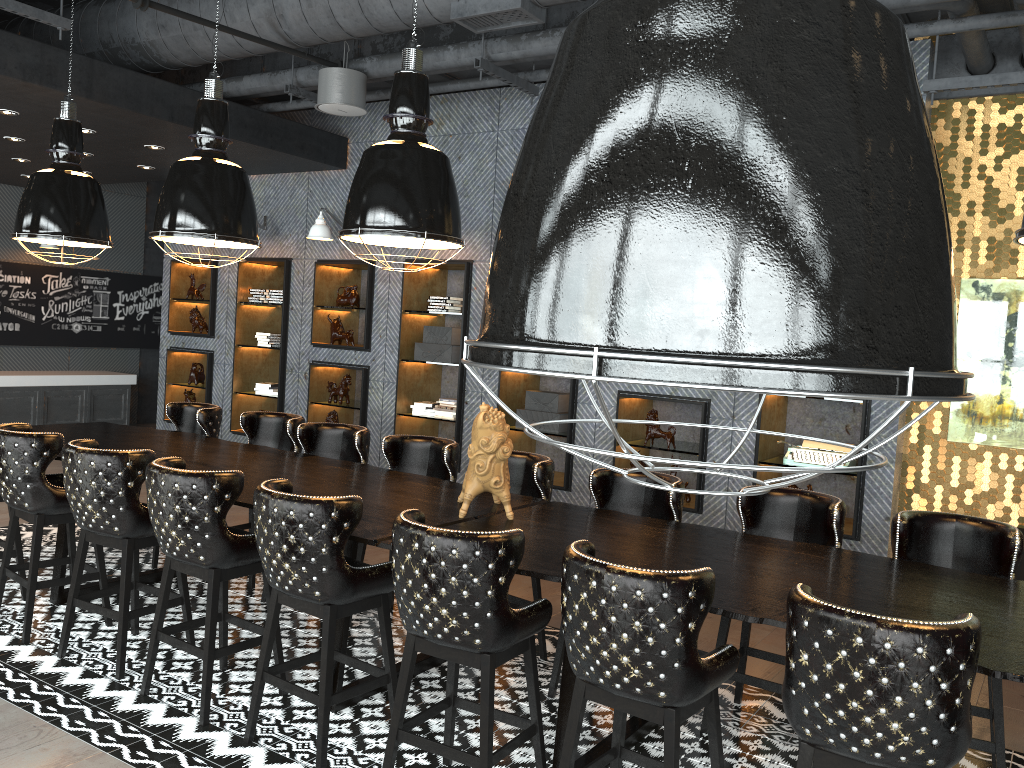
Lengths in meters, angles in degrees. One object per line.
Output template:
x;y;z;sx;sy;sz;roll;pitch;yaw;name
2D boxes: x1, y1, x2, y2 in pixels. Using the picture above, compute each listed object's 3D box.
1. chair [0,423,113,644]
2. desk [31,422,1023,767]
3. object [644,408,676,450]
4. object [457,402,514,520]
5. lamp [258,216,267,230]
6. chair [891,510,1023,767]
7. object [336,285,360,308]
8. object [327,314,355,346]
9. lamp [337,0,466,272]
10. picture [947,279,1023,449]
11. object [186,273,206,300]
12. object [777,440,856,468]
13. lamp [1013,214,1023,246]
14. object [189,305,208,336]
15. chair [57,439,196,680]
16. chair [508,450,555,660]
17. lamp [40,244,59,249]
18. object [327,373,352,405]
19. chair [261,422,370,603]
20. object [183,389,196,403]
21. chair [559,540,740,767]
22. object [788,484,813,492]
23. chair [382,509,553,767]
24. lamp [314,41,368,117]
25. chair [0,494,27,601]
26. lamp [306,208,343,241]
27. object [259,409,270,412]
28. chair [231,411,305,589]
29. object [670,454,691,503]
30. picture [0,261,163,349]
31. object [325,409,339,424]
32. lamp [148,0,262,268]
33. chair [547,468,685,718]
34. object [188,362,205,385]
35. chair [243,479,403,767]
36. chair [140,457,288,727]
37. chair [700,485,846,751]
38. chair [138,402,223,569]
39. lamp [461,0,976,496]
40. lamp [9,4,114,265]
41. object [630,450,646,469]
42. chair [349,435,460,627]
-2.555;0.776;4.848;0.504;1.092;0.568;6;4;42;chair
-0.177;1.065;4.077;7.598;0.927;1.433;6;4;33;desk
1.125;0.340;6.728;0.257;0.294;0.135;6;4;40;object
-0.113;0.344;4.163;0.249;0.545;0.475;3;3;-5;object
-2.622;-1.583;8.802;0.489;0.287;0.244;1;4;-41;lamp
1.810;1.119;3.697;0.504;1.092;0.568;5;3;25;chair
-1.574;-0.843;8.497;0.278;0.222;0.138;6;4;32;object
-1.636;-0.510;8.523;0.325;0.309;0.154;6;4;37;object
-0.474;-1.701;4.279;0.621;2.301;0.622;3;3;-12;lamp
3.578;-0.092;5.428;1.574;1.072;0.022;6;3;33;picture
-3.426;-1.063;9.647;0.290;0.290;0.097;5;3;31;object
2.162;0.493;6.339;0.535;0.149;0.484;6;4;31;object
1.976;-1.454;2.707;0.621;2.301;0.622;3;3;-12;lamp
-3.411;-0.692;9.683;0.236;0.329;0.155;6;4;37;object
-1.960;0.837;4.453;0.504;1.092;0.568;5;3;29;chair
-0.078;0.934;4.832;0.504;1.092;0.568;6;4;41;chair
-6.249;-1.969;11.930;0.243;0.287;0.490;1;4;-41;lamp
-1.682;0.042;8.580;0.317;0.306;0.143;5;3;28;object
-1.205;0.816;5.631;0.504;1.092;0.568;5;3;23;chair
-3.499;0.239;9.749;0.269;0.362;0.170;5;3;26;object
0.408;1.078;2.886;0.504;1.092;0.568;6;4;36;chair
2.062;0.848;6.173;0.341;0.303;0.164;6;4;38;object
-0.182;1.020;3.234;0.504;1.092;0.568;5;3;30;chair
-1.208;-2.502;6.416;0.380;1.045;0.382;2;3;-31;lamp
-3.200;0.716;5.180;0.504;1.092;0.568;6;4;42;chair
-1.656;-1.468;8.182;0.489;0.287;0.244;1;4;-41;lamp
-2.523;0.388;9.250;0.314;0.251;0.157;1;4;-42;object
-1.730;0.756;6.079;0.504;1.092;0.568;5;3;29;chair
1.267;0.720;6.744;0.198;0.358;0.116;2;3;-27;object
-7.098;-1.060;11.271;0.200;1.102;12.466;5;4;33;picture
-1.673;0.451;8.539;0.338;0.387;0.177;6;4;40;object
-1.699;-1.824;5.065;0.621;2.301;0.622;3;3;-12;lamp
0.549;0.998;4.404;0.504;1.092;0.568;6;3;34;chair
-3.467;-0.115;9.783;0.126;0.249;0.253;4;3;8;object
-0.795;0.957;3.658;0.504;1.092;0.568;6;4;37;chair
-1.386;0.897;4.049;0.504;1.092;0.568;6;4;35;chair
1.234;1.058;4.121;0.504;1.092;0.568;6;3;34;chair
-2.410;0.695;6.392;0.504;1.092;0.568;6;4;41;chair
0.217;-0.997;0.667;0.391;2.160;0.391;3;3;-12;lamp
-2.923;-1.948;5.851;0.621;2.301;0.622;3;3;-12;lamp
1.033;0.702;6.856;0.266;0.359;0.168;5;3;26;object
-0.614;0.875;5.252;0.504;1.092;0.568;5;3;27;chair
